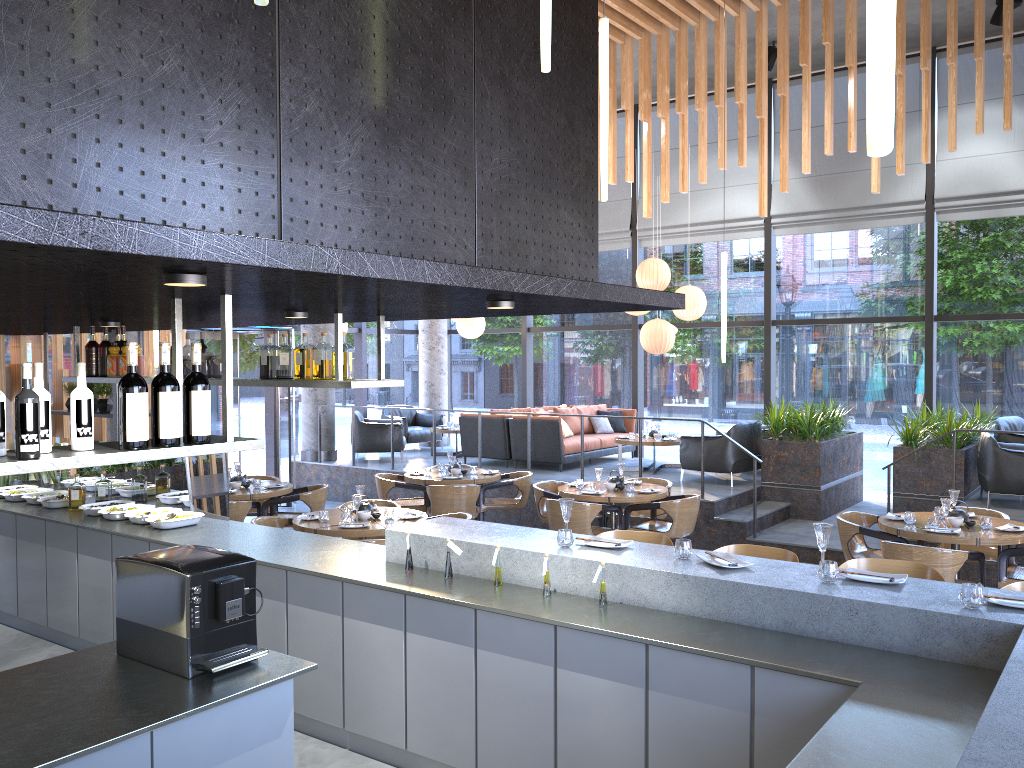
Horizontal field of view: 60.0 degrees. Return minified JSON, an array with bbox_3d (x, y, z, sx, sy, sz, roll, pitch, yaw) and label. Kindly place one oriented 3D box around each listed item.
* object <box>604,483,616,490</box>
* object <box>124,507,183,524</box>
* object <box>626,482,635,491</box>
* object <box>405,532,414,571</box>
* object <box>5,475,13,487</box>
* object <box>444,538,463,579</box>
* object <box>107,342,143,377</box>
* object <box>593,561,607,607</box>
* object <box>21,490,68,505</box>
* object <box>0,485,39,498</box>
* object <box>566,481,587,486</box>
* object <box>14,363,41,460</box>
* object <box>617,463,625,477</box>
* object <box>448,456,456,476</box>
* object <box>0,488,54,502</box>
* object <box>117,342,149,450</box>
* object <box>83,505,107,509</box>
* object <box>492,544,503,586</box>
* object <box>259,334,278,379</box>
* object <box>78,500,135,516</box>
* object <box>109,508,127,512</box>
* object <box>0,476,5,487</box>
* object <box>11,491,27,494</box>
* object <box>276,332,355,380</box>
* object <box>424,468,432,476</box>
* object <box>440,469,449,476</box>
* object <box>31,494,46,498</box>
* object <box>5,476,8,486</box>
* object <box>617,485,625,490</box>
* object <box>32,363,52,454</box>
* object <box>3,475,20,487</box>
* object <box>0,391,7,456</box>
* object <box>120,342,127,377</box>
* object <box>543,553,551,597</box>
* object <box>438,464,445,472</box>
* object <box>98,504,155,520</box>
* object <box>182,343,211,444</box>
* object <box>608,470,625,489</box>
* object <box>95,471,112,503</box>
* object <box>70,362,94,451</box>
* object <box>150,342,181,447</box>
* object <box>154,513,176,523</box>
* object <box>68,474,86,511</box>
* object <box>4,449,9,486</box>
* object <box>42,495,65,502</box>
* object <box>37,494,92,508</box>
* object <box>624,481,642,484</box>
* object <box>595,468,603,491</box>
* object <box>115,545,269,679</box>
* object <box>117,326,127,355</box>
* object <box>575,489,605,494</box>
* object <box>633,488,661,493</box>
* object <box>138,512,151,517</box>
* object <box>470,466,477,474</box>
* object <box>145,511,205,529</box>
[{"bbox_3d":[0.968,1.015,8.761,0.116,0.065,0.116,0,2,-2],"label":"object"},{"bbox_3d":[-2.528,0.932,6.262,0.268,0.069,0.402,1,2,36],"label":"object"},{"bbox_3d":[1.158,1.006,8.681,0.086,0.086,0.086,0,2,-7],"label":"object"},{"bbox_3d":[-0.557,0.898,4.751,0.040,0.203,0.100,0,2,7],"label":"object"},{"bbox_3d":[-4.391,0.755,7.780,0.056,0.346,0.168,0,2,1],"label":"object"},{"bbox_3d":[-0.306,0.901,4.594,0.096,0.203,0.048,-1,2,-9],"label":"object"},{"bbox_3d":[-2.729,-0.170,6.252,0.235,0.246,0.096,-1,2,-34],"label":"object"},{"bbox_3d":[0.406,0.913,4.050,0.076,0.203,0.042,-1,2,-21],"label":"object"},{"bbox_3d":[-3.721,0.914,7.126,0.268,0.069,0.402,1,2,36],"label":"object"},{"bbox_3d":[-4.203,0.907,7.461,0.268,0.069,0.402,1,2,36],"label":"object"},{"bbox_3d":[0.655,1.028,9.081,0.170,0.025,0.294,1,2,33],"label":"object"},{"bbox_3d":[-1.546,0.086,2.829,0.072,0.305,0.073,-1,2,-10],"label":"object"},{"bbox_3d":[1.121,0.924,9.087,0.082,0.227,0.082,-1,2,-21],"label":"object"},{"bbox_3d":[-0.661,0.912,9.809,0.082,0.227,0.082,-1,2,-34],"label":"object"},{"bbox_3d":[-3.978,0.909,7.279,0.268,0.073,0.402,1,2,36],"label":"object"},{"bbox_3d":[-1.335,0.041,3.122,0.101,0.378,0.100,1,2,29],"label":"object"},{"bbox_3d":[-3.044,0.902,6.465,0.053,0.028,0.252,0,2,14],"label":"object"},{"bbox_3d":[-0.069,0.904,4.432,0.057,0.203,0.038,-1,2,-29],"label":"object"},{"bbox_3d":[-1.492,-0.171,5.483,0.105,0.274,0.105,1,2,36],"label":"object"},{"bbox_3d":[-3.010,0.925,6.597,0.268,0.069,0.402,1,2,36],"label":"object"},{"bbox_3d":[-2.815,0.902,6.301,0.053,0.028,0.251,0,2,7],"label":"object"},{"bbox_3d":[-4.424,0.740,7.648,0.083,0.382,0.046,-1,2,-31],"label":"object"},{"bbox_3d":[-4.008,0.883,7.164,0.053,0.028,0.251,0,2,7],"label":"object"},{"bbox_3d":[-1.172,-0.165,5.238,0.630,0.274,0.139,1,2,34],"label":"object"},{"bbox_3d":[-0.940,0.982,9.888,0.086,0.086,0.086,-1,2,-23],"label":"object"},{"bbox_3d":[-0.746,0.983,9.803,0.086,0.086,0.086,0,2,22],"label":"object"},{"bbox_3d":[-3.728,0.887,6.986,0.053,0.028,0.252,-1,2,-13],"label":"object"},{"bbox_3d":[-4.504,0.764,7.829,0.218,0.327,0.054,0,2,19],"label":"object"},{"bbox_3d":[1.078,1.027,8.751,0.080,0.042,0.080,-1,2,-30],"label":"object"},{"bbox_3d":[-1.598,0.080,2.996,0.072,0.305,0.073,-1,2,-12],"label":"object"},{"bbox_3d":[-4.479,0.821,7.742,0.246,0.229,0.232,0,2,16],"label":"object"},{"bbox_3d":[-1.697,0.084,2.901,0.072,0.305,0.073,-1,2,-22],"label":"object"},{"bbox_3d":[-2.663,-0.167,6.135,0.096,0.246,0.096,-1,2,-9],"label":"object"},{"bbox_3d":[0.163,0.909,4.229,0.029,0.203,0.077,1,2,26],"label":"object"},{"bbox_3d":[-0.816,0.970,10.275,0.086,0.086,0.086,-1,2,-17],"label":"object"},{"bbox_3d":[-2.785,0.927,6.415,0.268,0.073,0.402,1,2,36],"label":"object"},{"bbox_3d":[-1.185,0.034,3.330,0.101,0.378,0.100,1,2,29],"label":"object"},{"bbox_3d":[1.042,0.954,8.884,0.163,0.179,0.168,0,2,0],"label":"object"},{"bbox_3d":[-3.186,0.816,6.917,0.105,0.274,0.105,-1,2,-9],"label":"object"},{"bbox_3d":[-1.496,0.077,3.085,0.073,0.305,0.072,0,2,23],"label":"object"},{"bbox_3d":[-1.261,0.038,3.224,0.101,0.378,0.100,1,2,30],"label":"object"},{"bbox_3d":[-2.338,0.900,5.958,0.048,0.026,0.252,0,2,13],"label":"object"},{"bbox_3d":[-3.308,0.822,6.748,0.105,0.274,0.105,-1,2,-9],"label":"object"},{"bbox_3d":[-4.446,0.751,7.770,0.056,0.353,0.140,0,2,2],"label":"object"},{"bbox_3d":[-3.531,0.881,6.822,0.048,0.026,0.252,0,2,13],"label":"object"},{"bbox_3d":[-3.499,0.915,6.941,0.268,0.074,0.402,1,2,36],"label":"object"},{"bbox_3d":[1.189,1.022,9.206,0.294,0.025,0.170,0,2,21],"label":"object"},{"bbox_3d":[0.848,0.937,8.657,0.082,0.227,0.082,0,2,5],"label":"object"},{"bbox_3d":[-1.236,0.864,3.441,0.562,0.400,0.322,1,2,36],"label":"object"},{"bbox_3d":[-2.774,-0.239,6.330,0.105,0.380,0.105,-1,2,-24],"label":"object"},{"bbox_3d":[0.738,1.042,8.560,0.294,0.025,0.170,1,2,33],"label":"object"},{"bbox_3d":[1.295,1.038,8.594,0.294,0.025,0.170,-1,2,-35],"label":"object"},{"bbox_3d":[-2.535,0.906,6.122,0.053,0.028,0.252,-1,2,-13],"label":"object"},{"bbox_3d":[-0.434,0.976,10.023,0.086,0.086,0.086,1,2,44],"label":"object"},{"bbox_3d":[-2.306,0.934,6.077,0.268,0.074,0.402,1,2,36],"label":"object"}]
